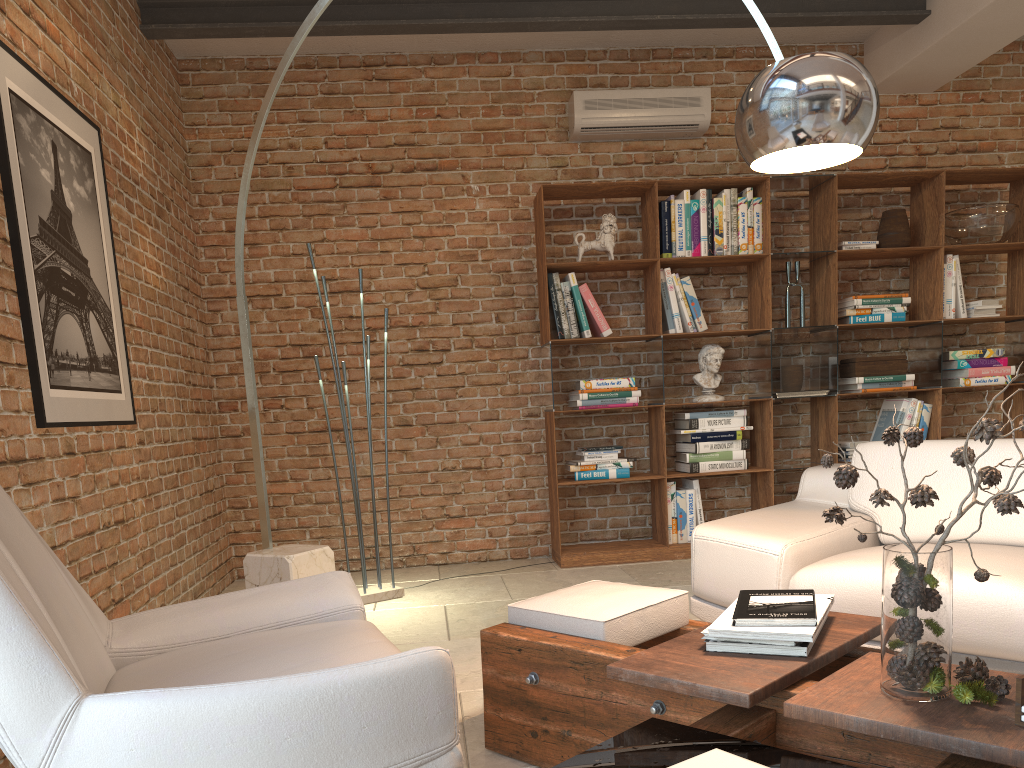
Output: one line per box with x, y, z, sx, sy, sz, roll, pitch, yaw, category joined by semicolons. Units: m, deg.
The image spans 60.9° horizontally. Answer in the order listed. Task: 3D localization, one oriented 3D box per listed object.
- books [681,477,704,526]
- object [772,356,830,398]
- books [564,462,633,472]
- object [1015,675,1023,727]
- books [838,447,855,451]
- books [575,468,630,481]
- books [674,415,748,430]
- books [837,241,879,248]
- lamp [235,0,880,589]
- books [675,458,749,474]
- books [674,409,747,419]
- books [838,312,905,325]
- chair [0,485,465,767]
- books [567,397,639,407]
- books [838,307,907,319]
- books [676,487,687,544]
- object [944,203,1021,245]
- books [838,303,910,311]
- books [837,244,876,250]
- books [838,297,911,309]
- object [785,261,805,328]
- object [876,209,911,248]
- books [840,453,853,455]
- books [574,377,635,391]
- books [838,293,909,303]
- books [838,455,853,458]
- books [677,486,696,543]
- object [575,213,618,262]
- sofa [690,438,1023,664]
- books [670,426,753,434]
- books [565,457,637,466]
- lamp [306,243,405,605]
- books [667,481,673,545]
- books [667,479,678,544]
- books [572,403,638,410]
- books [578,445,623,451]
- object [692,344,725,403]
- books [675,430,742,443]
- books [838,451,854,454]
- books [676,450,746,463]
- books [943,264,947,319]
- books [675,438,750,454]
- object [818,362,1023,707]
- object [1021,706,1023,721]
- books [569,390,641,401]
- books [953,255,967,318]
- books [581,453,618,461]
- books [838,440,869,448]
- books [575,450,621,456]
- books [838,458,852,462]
1.137;0.778;5.448;0.079;0.391;0.239;-4;6;-6;books
1.721;-0.038;5.336;0.335;0.237;0.280;-4;3;-6;object
0.523;0.499;5.331;0.379;0.037;0.241;-3;-1;-5;books
0.910;0.524;1.431;0.093;0.083;0.114;-5;3;-34;object
2.117;0.404;5.485;0.162;0.017;0.249;-3;-2;-6;books
0.548;0.544;5.332;0.327;0.056;0.251;-4;-1;4;books
1.220;0.238;5.367;0.379;0.065;0.242;-3;-1;-11;books
2.045;-0.831;5.236;0.236;0.019;0.169;-3;-2;-12;books
-0.027;-0.136;2.533;2.032;2.391;0.312;-1;9;30;lamp
1.230;0.501;5.385;0.379;0.065;0.242;-3;-1;-11;books
1.213;0.187;5.354;0.379;0.037;0.241;-3;-1;-5;books
2.204;-0.389;5.361;0.327;0.056;0.251;-4;-1;4;books
-0.714;0.564;1.876;0.978;1.015;1.017;-5;4;-21;chair
0.547;0.108;5.264;0.379;0.037;0.242;-3;-1;-10;books
2.180;-0.435;5.361;0.379;0.037;0.241;-3;-1;-5;books
1.022;0.813;5.426;0.057;0.335;0.250;-4;5;-6;books
2.859;-0.945;5.334;0.439;0.222;0.429;-3;1;36;object
2.195;-0.463;5.348;0.378;0.018;0.242;-3;-2;-13;books
2.053;-0.805;5.234;0.205;0.034;0.131;-3;-1;-5;books
2.196;-0.492;5.336;0.378;0.037;0.242;-3;-1;-12;books
1.695;-0.533;5.241;0.121;0.406;0.060;-4;8;-3;object
2.294;-0.919;5.238;0.192;0.237;0.191;1;6;42;object
2.132;0.435;5.495;0.156;0.008;0.240;-3;-2;-11;books
0.556;0.003;5.261;0.326;0.056;0.252;-3;-1;-3;books
2.190;-0.520;5.351;0.355;0.021;0.269;-3;-2;-7;books
2.120;0.449;5.492;0.162;0.017;0.250;-3;-2;-11;books
1.079;0.808;5.425;0.055;0.335;0.250;-4;5;-6;books
0.491;-0.848;5.074;0.252;0.288;0.128;-3;7;2;object
1.823;0.554;2.637;2.328;0.768;1.130;-4;1;44;sofa
1.216;0.281;5.355;0.444;0.021;0.269;-3;-2;-5;books
0.538;0.470;5.319;0.378;0.018;0.242;-3;-2;-13;books
-0.801;0.233;4.494;0.413;1.852;0.197;-9;10;-35;lamp
0.939;0.790;5.406;0.036;0.390;0.239;-4;6;-6;books
0.973;0.789;5.426;0.036;0.390;0.239;-4;6;-6;books
0.557;0.136;5.276;0.355;0.021;0.269;-3;-2;-6;books
0.534;0.391;5.317;0.252;0.017;0.160;-3;-2;-5;books
1.194;-0.065;5.305;0.196;0.356;0.189;-2;7;10;object
1.203;0.320;5.347;0.326;0.056;0.252;-3;-1;-11;books
2.137;0.422;5.501;0.170;0.019;0.234;-3;-2;-13;books
1.223;0.442;5.394;0.362;0.056;0.279;-3;-1;-3;books
2.581;-0.550;5.376;0.055;0.335;0.250;-4;5;-6;books
1.233;0.380;5.370;0.378;0.065;0.242;-3;-1;-19;books
0.864;0.269;1.645;0.536;0.617;0.314;-6;7;-34;object
1.027;0.540;1.420;0.269;0.035;0.248;-2;-2;-34;object
0.556;0.070;5.253;0.378;0.037;0.242;-3;-1;-12;books
2.707;-0.585;5.405;0.101;0.390;0.239;-4;6;-6;books
0.533;0.445;5.338;0.205;0.034;0.131;-3;-1;-5;books
2.128;0.378;5.487;0.132;0.034;0.204;-3;-1;-11;books
0.525;0.419;5.340;0.236;0.019;0.169;-3;-2;-12;books
2.140;0.474;5.509;0.170;0.019;0.234;-3;-2;-18;books
